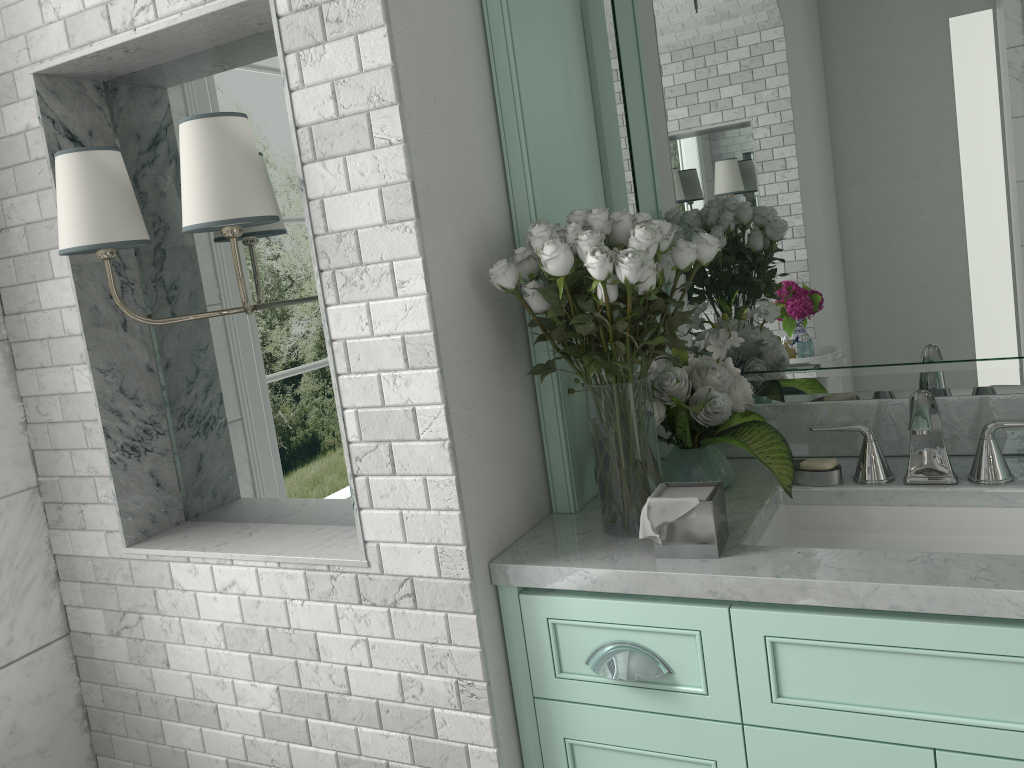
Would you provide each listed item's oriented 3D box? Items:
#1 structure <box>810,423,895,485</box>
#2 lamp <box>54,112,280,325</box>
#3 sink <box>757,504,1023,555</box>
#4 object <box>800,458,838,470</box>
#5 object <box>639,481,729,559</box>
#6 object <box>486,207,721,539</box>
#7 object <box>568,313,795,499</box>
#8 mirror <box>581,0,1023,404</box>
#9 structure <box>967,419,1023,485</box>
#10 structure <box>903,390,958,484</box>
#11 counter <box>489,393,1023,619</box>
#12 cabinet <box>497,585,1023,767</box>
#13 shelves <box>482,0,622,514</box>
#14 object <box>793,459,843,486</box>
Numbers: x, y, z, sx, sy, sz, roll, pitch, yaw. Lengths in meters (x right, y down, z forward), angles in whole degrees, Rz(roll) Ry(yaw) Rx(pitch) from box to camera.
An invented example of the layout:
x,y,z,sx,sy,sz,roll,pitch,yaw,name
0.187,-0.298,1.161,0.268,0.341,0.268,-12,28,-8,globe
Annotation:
x,y,z,sx,sy,sz,roll,pitch,yaw,name
0.722,0.146,1.877,0.157,0.121,0.083,-6,8,12,structure
-0.676,-0.322,1.852,0.547,0.381,0.310,-4,9,28,lamp
0.773,0.311,1.634,0.601,0.078,0.349,-3,10,28,sink
0.660,0.172,1.907,0.052,0.022,0.077,-15,11,-41,object
0.312,0.248,1.624,0.136,0.112,0.148,-5,9,24,object
0.203,-0.023,1.755,0.356,0.650,0.394,-2,9,39,object
0.395,0.042,1.966,0.452,0.400,0.397,-4,9,29,object
0.810,-0.920,1.839,1.434,1.924,0.015,-4,8,28,mirror
0.986,0.127,1.760,0.157,0.121,0.083,-6,8,12,structure
0.823,0.111,1.737,0.103,0.204,0.236,-6,8,17,structure
1.372,0.145,1.399,2.803,0.180,0.829,-3,10,28,counter
1.452,0.771,1.454,2.794,1.093,0.868,-3,9,28,cabinet
1.285,-0.871,1.376,2.805,2.113,0.468,-4,8,28,shelves
0.651,0.192,1.924,0.080,0.035,0.133,-16,12,-43,object
